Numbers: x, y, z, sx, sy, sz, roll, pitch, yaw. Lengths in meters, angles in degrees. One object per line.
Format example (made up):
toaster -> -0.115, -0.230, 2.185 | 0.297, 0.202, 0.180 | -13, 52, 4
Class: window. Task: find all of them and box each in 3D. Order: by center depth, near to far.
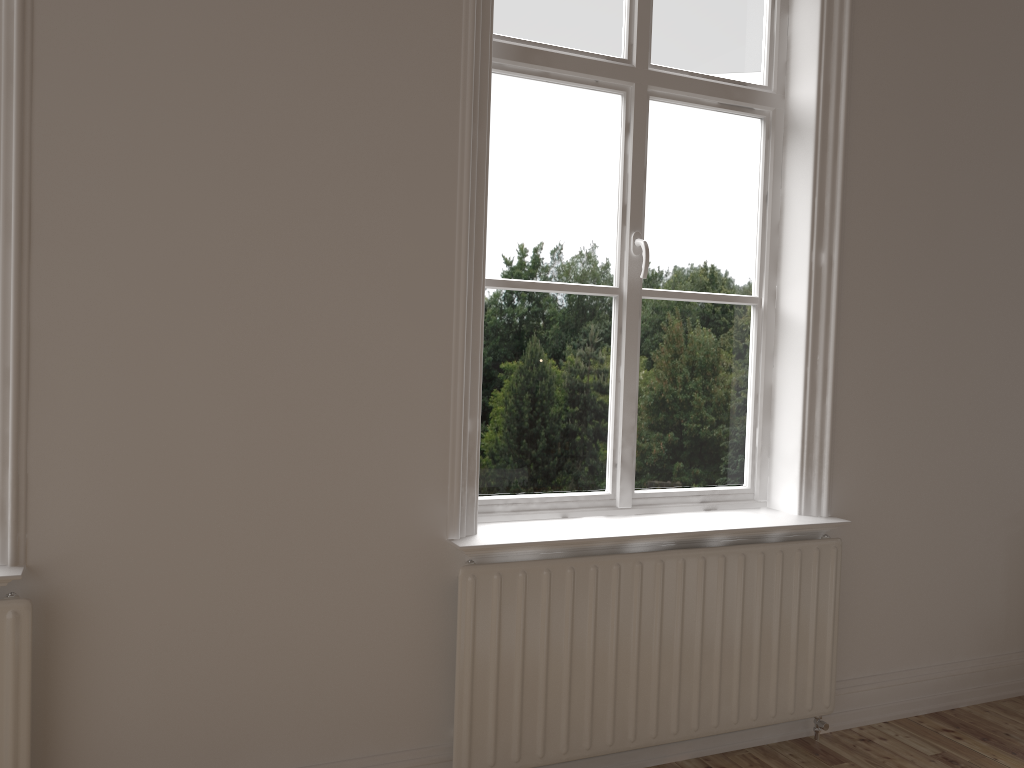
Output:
window -> 0.367, -0.522, 2.581 | 1.055, 1.872, 0.120 | 1, 2, -24

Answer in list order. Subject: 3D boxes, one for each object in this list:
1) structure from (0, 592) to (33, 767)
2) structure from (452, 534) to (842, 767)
structure -> -1.541, 0.825, 1.564 | 1.223, 0.829, 0.085 | 1, 2, -25
structure -> 0.405, 0.857, 2.436 | 1.223, 0.829, 0.095 | 1, 2, -24
